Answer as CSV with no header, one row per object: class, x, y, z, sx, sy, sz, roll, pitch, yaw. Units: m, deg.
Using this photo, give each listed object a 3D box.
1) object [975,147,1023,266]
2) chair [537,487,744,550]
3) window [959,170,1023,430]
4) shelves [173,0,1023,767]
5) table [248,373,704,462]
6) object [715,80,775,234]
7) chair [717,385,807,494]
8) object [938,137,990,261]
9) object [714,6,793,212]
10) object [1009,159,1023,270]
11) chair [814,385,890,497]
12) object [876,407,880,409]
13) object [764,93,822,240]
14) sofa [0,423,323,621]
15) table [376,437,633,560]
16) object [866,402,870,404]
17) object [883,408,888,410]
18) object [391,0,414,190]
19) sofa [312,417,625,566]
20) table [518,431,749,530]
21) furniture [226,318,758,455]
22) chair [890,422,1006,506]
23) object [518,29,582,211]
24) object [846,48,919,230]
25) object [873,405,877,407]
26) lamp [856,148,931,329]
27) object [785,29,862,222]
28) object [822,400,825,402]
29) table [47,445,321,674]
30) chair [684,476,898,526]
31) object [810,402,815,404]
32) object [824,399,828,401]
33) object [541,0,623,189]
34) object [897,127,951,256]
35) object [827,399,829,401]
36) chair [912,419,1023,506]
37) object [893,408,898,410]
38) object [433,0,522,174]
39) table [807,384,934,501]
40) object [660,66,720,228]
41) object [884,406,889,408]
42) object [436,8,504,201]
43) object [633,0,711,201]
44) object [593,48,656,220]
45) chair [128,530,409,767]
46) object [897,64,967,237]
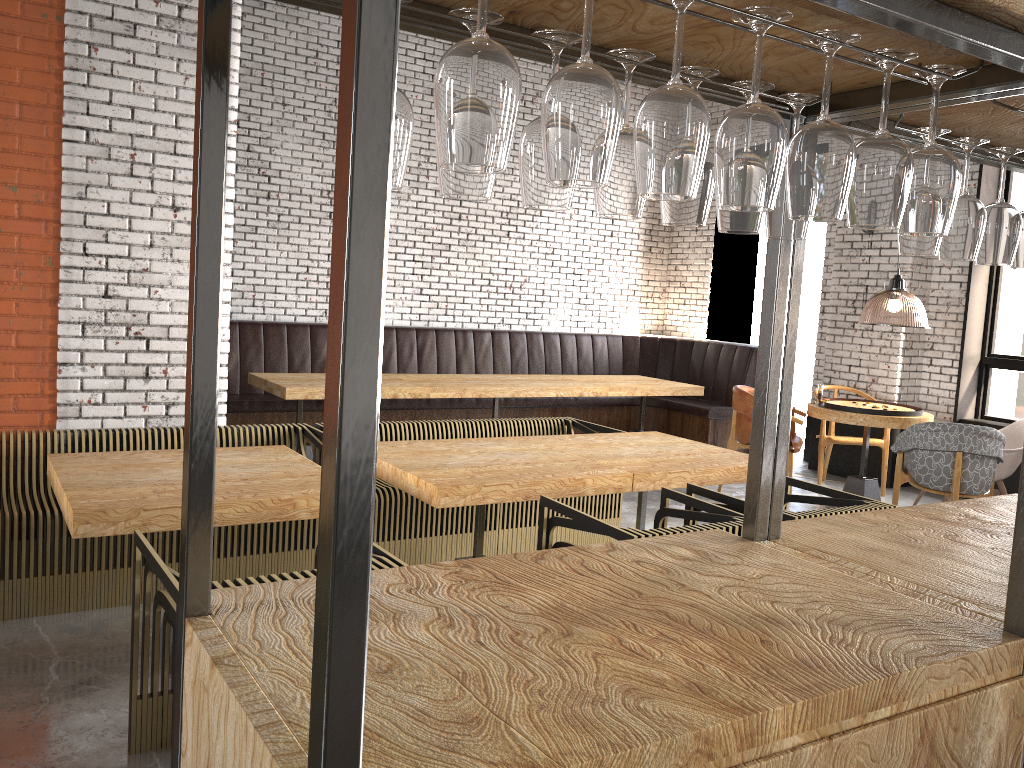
object,1.145,-0.414,2.082,0.101,0.267,0.101,2,5,-18
chair,0.529,0.858,3.557,0.657,0.729,0.639,1,6,-29
window,4.589,-0.877,7.172,0.365,2.692,1.537,1,6,-32
shelves,1.292,-1.085,1.936,3.659,5.010,0.691,0,6,-32
table,-0.172,0.346,7.978,4.135,0.762,1.002,0,6,-32
object,0.431,-0.414,1.637,0.101,0.267,0.101,4,5,4
chair,2.040,0.492,7.253,0.644,0.927,0.682,5,5,20
object,1.020,-0.414,2.004,0.101,0.267,0.101,2,5,-18
object,0.339,-0.380,1.244,0.101,0.267,0.101,6,5,21
object,1.270,-0.414,2.160,0.101,0.267,0.101,2,5,-18
chair,2.925,0.492,7.839,0.612,0.919,0.645,3,5,-5
object,2.860,0.185,6.925,0.032,0.010,0.032,6,6,19
object,0.540,-0.414,1.705,0.101,0.267,0.101,4,5,4
sofa,-1.809,0.626,4.383,1.805,0.729,0.641,0,6,-32
table,-0.158,0.728,4.235,0.996,0.762,1.002,0,6,-32
object,2.907,0.156,7.236,0.032,0.010,0.032,6,6,19
object,2.878,0.195,6.836,0.032,0.010,0.032,6,6,19
object,-0.187,-0.414,1.252,0.101,0.267,0.101,6,5,21
sofa,-0.233,0.625,5.365,1.805,0.729,0.641,0,6,-32
table,0.693,0.728,4.765,0.996,0.762,1.002,0,6,-32
furniture,-0.517,0.069,8.566,6.763,1.149,1.921,0,7,-32
chair,2.846,0.690,5.816,0.681,0.927,0.644,5,5,17
object,0.063,-0.414,1.408,0.101,0.267,0.101,6,5,21
object,0.581,-0.380,1.396,0.101,0.267,0.101,4,5,4
object,2.875,0.176,7.020,0.032,0.010,0.032,6,6,19
lamp,3.044,-1.645,6.812,0.537,2.402,0.537,4,5,10
object,0.464,-0.380,1.322,0.101,0.267,0.101,6,5,21
object,2.537,0.141,7.224,0.032,0.020,0.031,6,6,22
table,-1.264,0.728,3.546,0.996,0.762,1.002,0,6,-32
chair,1.222,0.856,4.005,0.657,0.729,0.639,1,6,-31
object,2.449,0.153,7.224,0.032,0.010,0.032,6,6,19
object,2.575,0.133,7.283,0.032,0.010,0.032,6,6,19
object,0.089,-0.380,1.089,0.101,0.267,0.101,6,5,21
object,0.895,-0.414,1.926,0.101,0.267,0.101,2,5,-18
object,2.600,0.132,7.308,0.032,0.010,0.032,6,6,19
chair,3.668,0.661,6.931,0.802,0.849,0.772,4,5,7
object,2.978,0.196,6.887,0.032,0.010,0.032,6,6,19
object,-0.036,-0.380,1.011,0.101,0.267,0.101,6,5,21
table,2.823,0.521,7.083,0.932,0.971,0.933,5,5,10
object,0.314,-0.414,1.564,0.101,0.267,0.101,6,5,21
object,2.965,0.182,7.019,0.032,0.010,0.032,6,6,19
object,-0.062,-0.414,1.330,0.101,0.267,0.101,6,5,21
object,0.214,-0.380,1.167,0.101,0.267,0.101,6,5,21
object,0.188,-0.414,1.486,0.101,0.267,0.101,6,5,21
chair,-0.772,0.859,2.735,0.657,0.729,0.639,0,6,-33
object,0.690,-0.380,1.463,0.101,0.267,0.101,4,5,4
